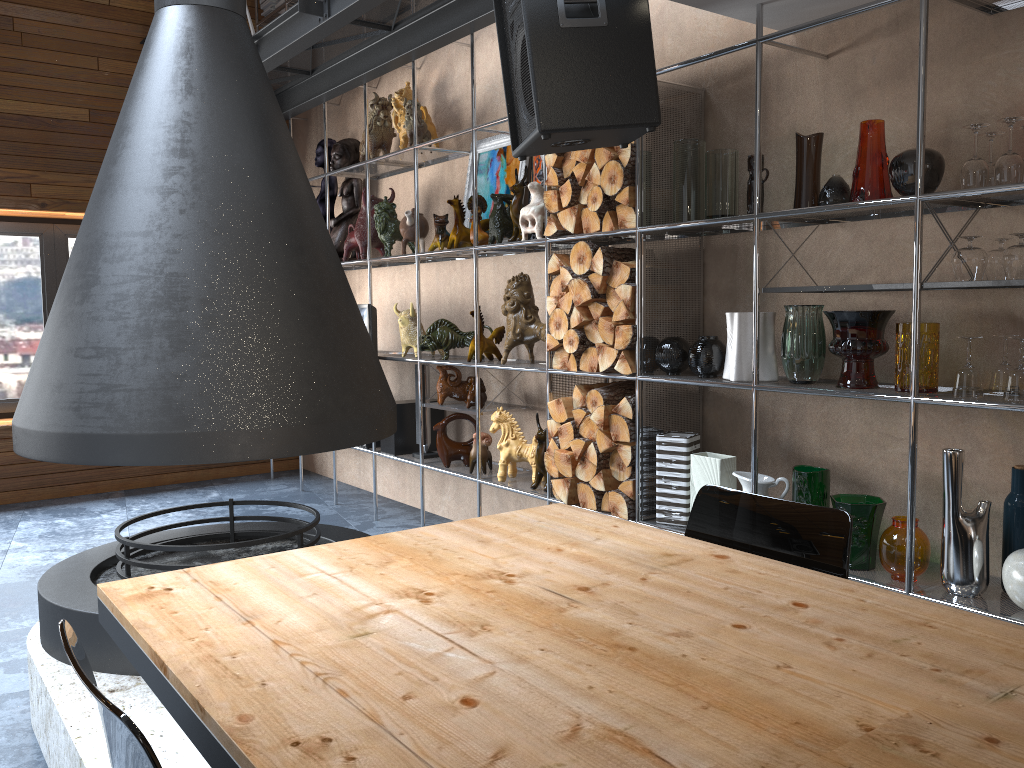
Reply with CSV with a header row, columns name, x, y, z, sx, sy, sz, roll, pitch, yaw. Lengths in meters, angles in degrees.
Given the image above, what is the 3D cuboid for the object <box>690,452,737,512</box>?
name,x,y,z,sx,sy,sz,roll,pitch,yaw
object,0.749,0.408,3.303,0.092,0.287,0.148,-4,6,-36

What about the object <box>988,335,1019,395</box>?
name,x,y,z,sx,sy,sz,roll,pitch,yaw
object,1.434,-0.057,2.581,0.081,0.170,0.081,-1,5,-10

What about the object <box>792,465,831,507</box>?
name,x,y,z,sx,sy,sz,roll,pitch,yaw
object,1.007,0.428,2.994,0.125,0.295,0.130,-2,5,-11

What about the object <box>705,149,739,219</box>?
name,x,y,z,sx,sy,sz,roll,pitch,yaw
object,0.761,-0.714,3.215,0.113,0.253,0.112,-4,6,-35

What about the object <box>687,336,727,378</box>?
name,x,y,z,sx,sy,sz,roll,pitch,yaw
object,0.730,-0.101,3.304,0.151,0.154,0.151,-4,6,-33

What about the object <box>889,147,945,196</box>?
name,x,y,z,sx,sy,sz,roll,pitch,yaw
object,1.193,-0.617,2.613,0.149,0.149,0.148,0,5,7

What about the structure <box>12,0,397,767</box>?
name,x,y,z,sx,sy,sz,roll,pitch,yaw
structure,-0.867,-1.807,2.618,1.197,5.699,1.689,-4,6,-36

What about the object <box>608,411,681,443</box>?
name,x,y,z,sx,sy,sz,roll,pitch,yaw
object,0.541,0.164,3.608,0.299,0.114,0.135,-4,6,-38

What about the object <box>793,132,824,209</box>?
name,x,y,z,sx,sy,sz,roll,pitch,yaw
object,0.973,-0.699,2.917,0.092,0.268,0.092,-2,5,-13

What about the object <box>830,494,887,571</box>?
name,x,y,z,sx,sy,sz,roll,pitch,yaw
object,1.109,0.478,2.847,0.157,0.219,0.161,0,5,10

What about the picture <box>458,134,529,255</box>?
name,x,y,z,sx,sy,sz,roll,pitch,yaw
picture,-0.099,-1.011,4.703,0.136,0.625,0.544,-4,6,-36

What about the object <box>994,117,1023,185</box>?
name,x,y,z,sx,sy,sz,roll,pitch,yaw
object,1.335,-0.615,2.378,0.071,0.184,0.070,2,5,30

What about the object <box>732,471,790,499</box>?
name,x,y,z,sx,sy,sz,roll,pitch,yaw
object,0.880,0.440,3.161,0.171,0.245,0.146,-1,5,-6

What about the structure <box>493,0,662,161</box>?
name,x,y,z,sx,sy,sz,roll,pitch,yaw
structure,0.209,-1.163,2.999,0.506,0.744,0.460,-2,5,-10

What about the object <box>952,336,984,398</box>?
name,x,y,z,sx,sy,sz,roll,pitch,yaw
object,1.293,-0.049,2.513,0.081,0.170,0.081,-1,5,-10

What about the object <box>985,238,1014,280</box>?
name,x,y,z,sx,sy,sz,roll,pitch,yaw
object,1.420,-0.359,2.578,0.092,0.124,0.092,-1,5,-10

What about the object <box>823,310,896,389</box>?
name,x,y,z,sx,sy,sz,roll,pitch,yaw
object,1.100,-0.111,2.818,0.216,0.243,0.218,4,7,44

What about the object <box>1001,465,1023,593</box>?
name,x,y,z,sx,sy,sz,roll,pitch,yaw
object,1.475,0.421,2.563,0.099,0.372,0.099,0,5,13

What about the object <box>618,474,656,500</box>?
name,x,y,z,sx,sy,sz,roll,pitch,yaw
object,0.572,0.405,3.622,0.303,0.088,0.095,-4,6,-38

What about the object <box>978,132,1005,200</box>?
name,x,y,z,sx,sy,sz,roll,pitch,yaw
object,1.389,-0.632,2.575,0.071,0.184,0.070,2,5,30

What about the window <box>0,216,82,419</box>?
name,x,y,z,sx,sy,sz,roll,pitch,yaw
window,-4.859,-0.376,5.335,5.936,1.521,0.101,-4,6,-36

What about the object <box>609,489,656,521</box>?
name,x,y,z,sx,sy,sz,roll,pitch,yaw
object,0.540,0.473,3.630,0.287,0.112,0.126,-4,6,-36

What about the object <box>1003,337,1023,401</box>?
name,x,y,z,sx,sy,sz,roll,pitch,yaw
object,1.384,-0.042,2.412,0.081,0.170,0.081,-5,6,-40

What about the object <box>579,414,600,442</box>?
name,x,y,z,sx,sy,sz,roll,pitch,yaw
object,0.457,0.178,3.786,0.322,0.128,0.164,-4,6,-37

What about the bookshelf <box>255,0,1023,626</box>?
name,x,y,z,sx,sy,sz,roll,pitch,yaw
bookshelf,1.455,-2.064,2.259,0.421,6.218,10.739,-4,6,-36

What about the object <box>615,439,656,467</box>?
name,x,y,z,sx,sy,sz,roll,pitch,yaw
object,0.563,0.262,3.614,0.310,0.121,0.111,-4,6,-37

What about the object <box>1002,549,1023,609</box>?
name,x,y,z,sx,sy,sz,roll,pitch,yaw
object,1.432,0.526,2.409,0.177,0.188,0.177,0,5,5

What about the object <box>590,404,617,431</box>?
name,x,y,z,sx,sy,sz,roll,pitch,yaw
object,0.485,0.127,3.691,0.362,0.115,0.098,-4,6,-37

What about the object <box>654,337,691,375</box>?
name,x,y,z,sx,sy,sz,roll,pitch,yaw
object,0.627,-0.108,3.446,0.148,0.146,0.150,2,6,33

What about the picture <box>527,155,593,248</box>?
name,x,y,z,sx,sy,sz,roll,pitch,yaw
picture,0.256,-1.098,4.253,0.090,0.863,0.530,-4,6,-36

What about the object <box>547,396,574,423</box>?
name,x,y,z,sx,sy,sz,roll,pitch,yaw
object,0.318,0.106,3.911,0.299,0.119,0.151,-4,6,-33

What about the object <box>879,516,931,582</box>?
name,x,y,z,sx,sy,sz,roll,pitch,yaw
object,1.200,0.504,2.710,0.145,0.188,0.145,-5,7,-44

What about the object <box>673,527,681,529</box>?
name,x,y,z,sx,sy,sz,roll,pitch,yaw
object,0.563,0.643,3.640,0.331,0.105,0.105,-5,6,-39

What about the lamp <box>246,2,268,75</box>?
name,x,y,z,sx,sy,sz,roll,pitch,yaw
lamp,-1.702,-2.437,5.616,0.475,1.002,0.475,-2,5,-12

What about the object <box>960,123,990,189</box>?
name,x,y,z,sx,sy,sz,roll,pitch,yaw
object,1.284,-0.621,2.459,0.071,0.184,0.070,2,5,30

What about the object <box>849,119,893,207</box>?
name,x,y,z,sx,sy,sz,roll,pitch,yaw
object,1.108,-0.678,2.730,0.127,0.254,0.126,0,5,7

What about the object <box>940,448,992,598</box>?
name,x,y,z,sx,sy,sz,roll,pitch,yaw
object,1.313,0.399,2.564,0.129,0.420,0.129,-4,6,-32

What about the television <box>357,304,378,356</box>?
name,x,y,z,sx,sy,sz,roll,pitch,yaw
television,-1.075,-0.169,5.490,0.115,0.638,1.075,-4,6,-36

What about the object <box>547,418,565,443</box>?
name,x,y,z,sx,sy,sz,roll,pitch,yaw
object,0.298,0.200,3.975,0.308,0.120,0.097,-5,6,-40

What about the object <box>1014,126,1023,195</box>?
name,x,y,z,sx,sy,sz,roll,pitch,yaw
object,1.440,-0.625,2.482,0.071,0.184,0.070,2,5,30

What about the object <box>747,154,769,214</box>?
name,x,y,z,sx,sy,sz,roll,pitch,yaw
object,0.849,-0.684,3.074,0.058,0.215,0.077,-1,5,-10

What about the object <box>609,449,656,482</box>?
name,x,y,z,sx,sy,sz,roll,pitch,yaw
object,0.551,0.321,3.673,0.286,0.143,0.143,-4,6,-36

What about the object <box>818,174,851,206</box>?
name,x,y,z,sx,sy,sz,roll,pitch,yaw
object,1.036,-0.614,2.838,0.108,0.109,0.109,-1,5,-10

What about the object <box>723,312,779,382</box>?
name,x,y,z,sx,sy,sz,roll,pitch,yaw
object,0.850,-0.135,3.158,0.175,0.241,0.165,-1,5,0

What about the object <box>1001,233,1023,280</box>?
name,x,y,z,sx,sy,sz,roll,pitch,yaw
object,1.378,-0.344,2.401,0.092,0.124,0.092,-1,5,-10

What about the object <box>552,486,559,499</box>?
name,x,y,z,sx,sy,sz,roll,pitch,yaw
object,0.323,0.447,3.997,0.312,0.110,0.103,-5,6,-39

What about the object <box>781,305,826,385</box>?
name,x,y,z,sx,sy,sz,roll,pitch,yaw
object,0.975,-0.132,2.968,0.144,0.264,0.142,-1,5,-6

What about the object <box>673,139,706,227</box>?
name,x,y,z,sx,sy,sz,roll,pitch,yaw
object,0.669,-0.754,3.343,0.122,0.313,0.122,-2,5,-16

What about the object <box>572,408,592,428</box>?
name,x,y,z,sx,sy,sz,roll,pitch,yaw
object,0.402,0.138,3.837,0.303,0.090,0.098,-4,6,-37

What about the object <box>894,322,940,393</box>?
name,x,y,z,sx,sy,sz,roll,pitch,yaw
object,1.215,-0.081,2.660,0.120,0.206,0.120,0,5,11

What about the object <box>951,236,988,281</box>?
name,x,y,z,sx,sy,sz,roll,pitch,yaw
object,1.282,-0.350,2.484,0.092,0.124,0.092,-1,5,-10

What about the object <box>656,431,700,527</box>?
name,x,y,z,sx,sy,sz,roll,pitch,yaw
object,0.648,0.367,3.464,0.139,0.347,0.140,2,6,34
